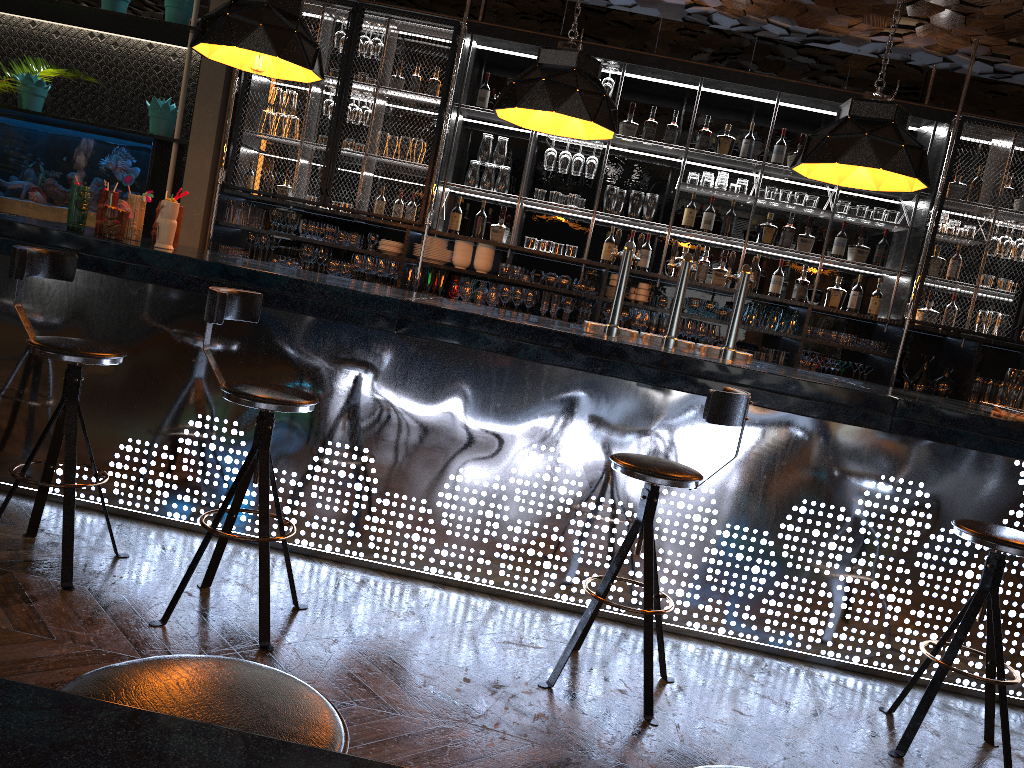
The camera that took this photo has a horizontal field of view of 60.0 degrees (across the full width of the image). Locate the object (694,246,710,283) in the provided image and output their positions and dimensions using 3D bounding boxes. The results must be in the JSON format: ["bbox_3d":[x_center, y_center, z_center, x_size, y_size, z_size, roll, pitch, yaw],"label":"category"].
[{"bbox_3d":[1.442,-0.895,6.677,0.083,0.282,0.083,11,7,2],"label":"object"}]

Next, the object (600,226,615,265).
[{"bbox_3d":[0.737,-1.046,6.709,0.086,0.299,0.086,6,8,-39],"label":"object"}]

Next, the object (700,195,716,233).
[{"bbox_3d":[1.482,-1.267,6.667,0.086,0.298,0.086,6,8,-39],"label":"object"}]

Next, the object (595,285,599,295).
[{"bbox_3d":[0.611,-0.724,6.713,0.095,0.096,0.095,17,9,43],"label":"object"}]

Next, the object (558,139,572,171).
[{"bbox_3d":[0.401,-1.709,6.562,0.092,0.244,0.092,6,8,-37],"label":"object"}]

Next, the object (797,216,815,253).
[{"bbox_3d":[2.196,-1.106,6.596,0.123,0.279,0.123,13,7,16],"label":"object"}]

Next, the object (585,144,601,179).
[{"bbox_3d":[0.609,-1.686,6.718,0.092,0.244,0.092,6,8,-37],"label":"object"}]

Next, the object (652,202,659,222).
[{"bbox_3d":[1.044,-1.314,6.706,0.105,0.209,0.105,5,9,-43],"label":"object"}]

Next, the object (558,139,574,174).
[{"bbox_3d":[0.411,-1.726,6.726,0.092,0.244,0.092,6,8,-37],"label":"object"}]

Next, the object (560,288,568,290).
[{"bbox_3d":[0.402,-0.772,6.757,0.093,0.099,0.093,10,7,-10],"label":"object"}]

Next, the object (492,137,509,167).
[{"bbox_3d":[-0.083,-1.749,6.678,0.105,0.209,0.105,5,9,-42],"label":"object"}]

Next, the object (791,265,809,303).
[{"bbox_3d":[2.173,-0.746,6.649,0.083,0.282,0.083,10,7,-13],"label":"object"}]

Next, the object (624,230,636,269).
[{"bbox_3d":[0.893,-1.018,6.728,0.086,0.298,0.086,6,8,-39],"label":"object"}]

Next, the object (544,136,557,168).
[{"bbox_3d":[0.293,-1.731,6.566,0.092,0.244,0.092,6,8,-37],"label":"object"}]

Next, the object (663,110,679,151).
[{"bbox_3d":[1.192,-1.886,6.588,0.083,0.282,0.083,13,7,17],"label":"object"}]

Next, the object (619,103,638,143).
[{"bbox_3d":[0.874,-1.948,6.602,0.123,0.279,0.123,10,7,-9],"label":"object"}]

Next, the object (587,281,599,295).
[{"bbox_3d":[0.599,-0.714,6.607,0.095,0.096,0.095,14,7,26],"label":"object"}]

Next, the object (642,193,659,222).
[{"bbox_3d":[1.026,-1.305,6.599,0.105,0.209,0.105,5,9,-43],"label":"object"}]

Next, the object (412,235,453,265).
[{"bbox_3d":[-0.594,-1.010,6.691,0.306,0.195,0.300,12,7,3],"label":"object"}]

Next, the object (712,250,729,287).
[{"bbox_3d":[1.576,-0.863,6.658,0.123,0.279,0.123,13,7,16],"label":"object"}]

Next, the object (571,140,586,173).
[{"bbox_3d":[0.498,-1.690,6.558,0.092,0.244,0.092,6,8,-37],"label":"object"}]

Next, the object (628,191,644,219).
[{"bbox_3d":[0.921,-1.329,6.627,0.105,0.209,0.105,5,9,-43],"label":"object"}]

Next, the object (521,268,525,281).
[{"bbox_3d":[0.040,-0.841,6.734,0.100,0.100,0.089,5,9,-46],"label":"object"}]

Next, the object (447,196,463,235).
[{"bbox_3d":[-0.424,-1.281,6.754,0.086,0.299,0.086,6,8,-39],"label":"object"}]

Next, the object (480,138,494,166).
[{"bbox_3d":[-0.197,-1.784,6.785,0.105,0.209,0.105,5,9,-42],"label":"object"}]

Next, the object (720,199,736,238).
[{"bbox_3d":[1.629,-1.233,6.633,0.086,0.297,0.086,6,8,-39],"label":"object"}]

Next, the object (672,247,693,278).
[{"bbox_3d":[1.287,-0.908,6.684,0.151,0.248,0.094,10,7,-9],"label":"object"}]

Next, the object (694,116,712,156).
[{"bbox_3d":[1.427,-1.845,6.579,0.083,0.282,0.083,10,7,-13],"label":"object"}]

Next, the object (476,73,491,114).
[{"bbox_3d":[-0.208,-2.189,6.672,0.086,0.298,0.086,6,8,-39],"label":"object"}]

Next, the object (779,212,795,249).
[{"bbox_3d":[2.061,-1.137,6.614,0.083,0.282,0.083,11,7,2],"label":"object"}]

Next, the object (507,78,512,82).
[{"bbox_3d":[-0.037,-2.138,6.622,0.123,0.279,0.123,10,7,-9],"label":"object"}]

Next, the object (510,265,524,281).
[{"bbox_3d":[0.032,-0.828,6.613,0.089,0.100,0.100,16,8,38],"label":"object"}]

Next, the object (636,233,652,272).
[{"bbox_3d":[1.008,-0.992,6.700,0.086,0.298,0.086,6,8,-39],"label":"object"}]

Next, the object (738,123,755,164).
[{"bbox_3d":[1.754,-1.787,6.579,0.086,0.298,0.086,6,8,-39],"label":"object"}]

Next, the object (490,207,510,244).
[{"bbox_3d":[-0.086,-1.200,6.722,0.123,0.279,0.123,13,7,16],"label":"object"}]

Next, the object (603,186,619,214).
[{"bbox_3d":[0.733,-1.365,6.608,0.105,0.209,0.105,5,9,-43],"label":"object"}]

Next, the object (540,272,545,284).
[{"bbox_3d":[0.197,-0.814,6.769,0.109,0.100,0.109,10,7,-15],"label":"object"}]

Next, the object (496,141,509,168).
[{"bbox_3d":[-0.082,-1.759,6.768,0.105,0.209,0.105,5,9,-42],"label":"object"}]

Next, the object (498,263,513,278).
[{"bbox_3d":[-0.052,-0.839,6.561,0.100,0.100,0.089,12,7,7],"label":"object"}]

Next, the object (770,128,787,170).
[{"bbox_3d":[1.983,-1.741,6.564,0.086,0.298,0.086,6,8,-39],"label":"object"}]

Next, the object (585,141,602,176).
[{"bbox_3d":[0.600,-1.669,6.554,0.092,0.244,0.092,6,8,-37],"label":"object"}]

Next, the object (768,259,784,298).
[{"bbox_3d":[1.996,-0.791,6.662,0.086,0.298,0.086,6,8,-39],"label":"object"}]

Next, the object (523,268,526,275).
[{"bbox_3d":[0.050,-0.850,6.834,0.089,0.100,0.100,11,7,-4],"label":"object"}]

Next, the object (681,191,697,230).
[{"bbox_3d":[1.338,-1.292,6.648,0.086,0.299,0.086,6,8,-39],"label":"object"}]

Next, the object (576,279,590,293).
[{"bbox_3d":[0.526,-0.721,6.538,0.095,0.096,0.095,8,7,-24],"label":"object"}]

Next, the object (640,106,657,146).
[{"bbox_3d":[1.029,-1.919,6.595,0.083,0.282,0.083,10,7,-13],"label":"object"}]

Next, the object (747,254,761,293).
[{"bbox_3d":[1.816,-0.824,6.637,0.086,0.297,0.086,16,8,36],"label":"object"}]

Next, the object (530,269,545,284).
[{"bbox_3d":[0.187,-0.798,6.612,0.109,0.100,0.109,10,7,-15],"label":"object"}]

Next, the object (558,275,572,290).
[{"bbox_3d":[0.388,-0.751,6.553,0.093,0.099,0.093,14,7,21],"label":"object"}]

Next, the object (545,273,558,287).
[{"bbox_3d":[0.292,-0.776,6.604,0.093,0.099,0.093,13,7,19],"label":"object"}]

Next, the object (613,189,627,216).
[{"bbox_3d":[0.802,-1.364,6.719,0.105,0.209,0.105,5,9,-43],"label":"object"}]

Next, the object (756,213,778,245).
[{"bbox_3d":[1.907,-1.150,6.622,0.151,0.248,0.094,10,7,-9],"label":"object"}]

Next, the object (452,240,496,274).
[{"bbox_3d":[-0.291,-0.956,6.645,0.309,0.216,0.149,11,6,0],"label":"object"}]

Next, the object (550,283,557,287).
[{"bbox_3d":[0.298,-0.787,6.711,0.093,0.099,0.093,10,7,-10],"label":"object"}]

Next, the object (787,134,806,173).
[{"bbox_3d":[2.118,-1.700,6.539,0.123,0.279,0.123,10,7,-9],"label":"object"}]

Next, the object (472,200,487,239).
[{"bbox_3d":[-0.238,-1.241,6.716,0.086,0.297,0.086,16,8,36],"label":"object"}]

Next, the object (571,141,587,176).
[{"bbox_3d":[0.508,-1.707,6.722,0.092,0.244,0.092,6,8,-37],"label":"object"}]

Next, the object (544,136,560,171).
[{"bbox_3d":[0.303,-1.748,6.730,0.092,0.244,0.092,6,8,-37],"label":"object"}]

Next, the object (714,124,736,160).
[{"bbox_3d":[1.580,-1.795,6.574,0.151,0.248,0.094,12,7,6],"label":"object"}]
